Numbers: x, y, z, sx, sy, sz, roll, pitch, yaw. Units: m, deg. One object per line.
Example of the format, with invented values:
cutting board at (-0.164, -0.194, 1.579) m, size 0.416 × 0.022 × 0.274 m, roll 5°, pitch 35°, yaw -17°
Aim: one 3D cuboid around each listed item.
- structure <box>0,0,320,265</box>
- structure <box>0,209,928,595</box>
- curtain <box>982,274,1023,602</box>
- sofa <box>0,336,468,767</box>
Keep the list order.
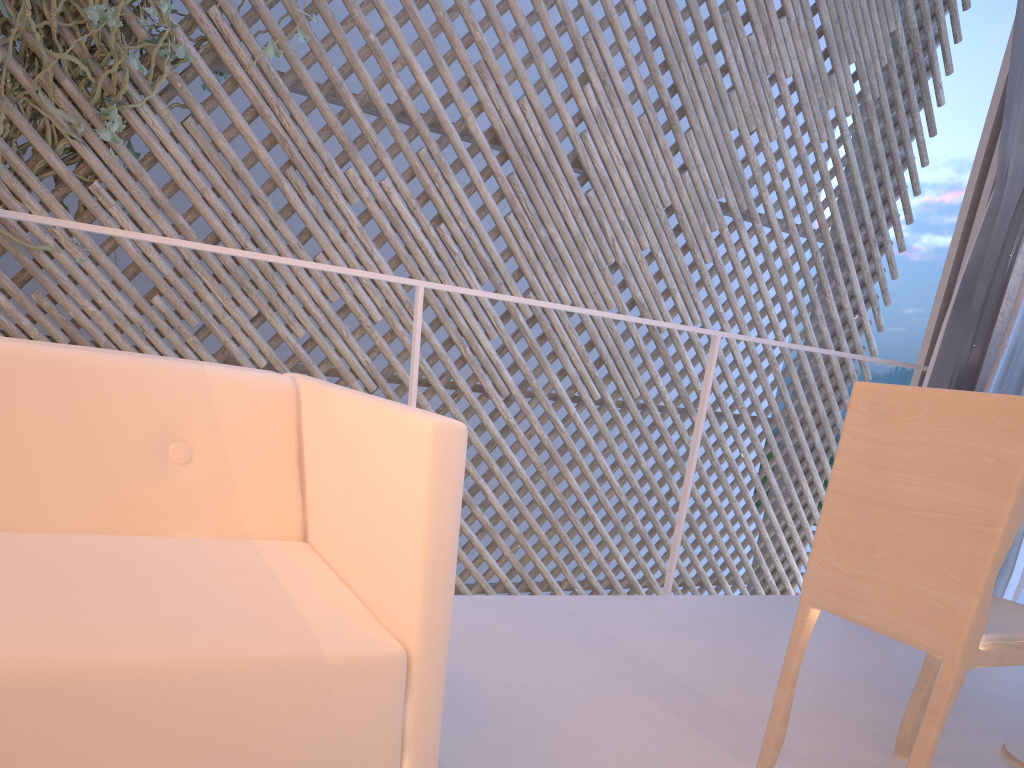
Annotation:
structure at (-0.873, -1.418, 2.078) m, size 2.351 × 2.974 × 0.666 m, roll -1°, pitch 20°, yaw -31°
structure at (0.087, 0.165, 1.468) m, size 1.711 × 0.616 × 0.025 m, roll 6°, pitch 18°, yaw -25°
curtain at (1.148, -0.774, 1.165) m, size 0.097 × 2.636 × 0.460 m, roll -5°, pitch 22°, yaw -30°
sofa at (-0.591, 0.143, 0.562) m, size 0.991 × 0.405 × 0.456 m, roll 5°, pitch 9°, yaw -25°
